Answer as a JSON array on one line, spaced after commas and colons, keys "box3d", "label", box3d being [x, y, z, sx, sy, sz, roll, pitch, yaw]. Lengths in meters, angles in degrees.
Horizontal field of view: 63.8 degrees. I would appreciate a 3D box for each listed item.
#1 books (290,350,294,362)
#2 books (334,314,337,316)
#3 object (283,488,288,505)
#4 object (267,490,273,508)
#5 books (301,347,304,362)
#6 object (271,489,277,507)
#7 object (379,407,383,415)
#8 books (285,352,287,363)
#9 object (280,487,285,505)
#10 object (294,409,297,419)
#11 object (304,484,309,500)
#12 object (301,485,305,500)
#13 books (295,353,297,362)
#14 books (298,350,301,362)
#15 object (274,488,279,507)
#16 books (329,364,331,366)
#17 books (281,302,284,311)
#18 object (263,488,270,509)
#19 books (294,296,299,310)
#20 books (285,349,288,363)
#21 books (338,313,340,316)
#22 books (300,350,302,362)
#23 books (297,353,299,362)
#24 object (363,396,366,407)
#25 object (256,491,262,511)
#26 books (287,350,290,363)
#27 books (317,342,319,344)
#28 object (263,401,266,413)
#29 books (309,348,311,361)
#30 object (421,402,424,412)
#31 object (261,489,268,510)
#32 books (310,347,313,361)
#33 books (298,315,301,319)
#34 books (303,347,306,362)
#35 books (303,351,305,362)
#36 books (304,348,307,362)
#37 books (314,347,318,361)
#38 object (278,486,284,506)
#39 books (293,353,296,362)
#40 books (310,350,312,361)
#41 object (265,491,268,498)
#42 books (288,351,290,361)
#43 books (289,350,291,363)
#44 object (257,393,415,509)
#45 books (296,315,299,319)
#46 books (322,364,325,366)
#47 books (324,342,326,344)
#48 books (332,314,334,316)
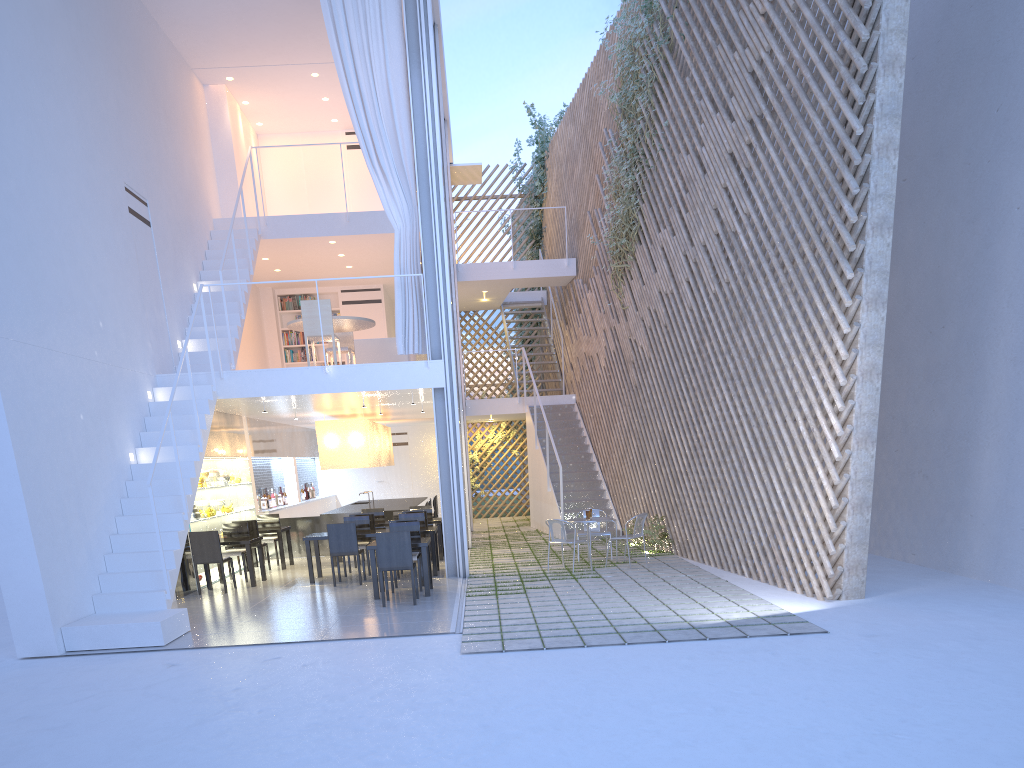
[{"box3d": [-2.349, -0.290, 8.802, 0.021, 0.139, 0.065, -3, 12, -2], "label": "books"}, {"box3d": [-2.090, -0.013, 7.279, 0.045, 1.707, 3.437, 0, 0, 9], "label": "books"}, {"box3d": [-2.369, 1.171, 8.587, 0.041, 0.193, 0.039, -12, 17, -30], "label": "object"}, {"box3d": [-2.311, 0.947, 6.788, 0.058, 0.305, 2.336, -3, -5, -2], "label": "object"}, {"box3d": [-2.231, -0.308, 8.793, 0.015, 0.162, 0.081, -3, 11, -3], "label": "books"}, {"box3d": [-2.355, 1.125, 8.117, 0.044, 0.197, 0.039, -3, 15, -1], "label": "object"}, {"box3d": [-1.053, 0.205, 6.583, 0.029, 0.084, 0.026, -1, 14, 9], "label": "object"}, {"box3d": [-2.408, -0.285, 8.790, 0.006, 0.131, 0.089, -3, 9, -3], "label": "books"}, {"box3d": [-2.382, 1.159, 8.518, 0.044, 0.205, 0.042, -6, 15, -10], "label": "object"}, {"box3d": [-1.730, 0.240, 6.569, 0.029, 0.084, 0.026, -1, 14, 9], "label": "object"}, {"box3d": [-2.396, 1.252, 9.560, 0.044, 0.205, 0.042, -6, 15, -10], "label": "object"}, {"box3d": [-2.407, 1.250, 9.460, 0.041, 0.193, 0.039, -12, 17, -30], "label": "object"}, {"box3d": [-2.306, -0.276, 8.811, 0.021, 0.105, 0.058, -3, 10, -2], "label": "books"}, {"box3d": [-2.264, -0.292, 8.795, 0.021, 0.131, 0.086, -3, 9, -2], "label": "books"}, {"box3d": [-2.367, 1.137, 8.237, 0.044, 0.198, 0.043, 11, 20, 43], "label": "object"}, {"box3d": [-1.952, -0.138, 8.854, 0.015, 0.151, 0.073, -3, 11, -3], "label": "books"}, {"box3d": [-2.405, -0.810, 8.661, 0.021, 0.105, 0.058, -3, 10, -2], "label": "books"}, {"box3d": [-2.306, 0.951, 6.817, 0.106, 0.300, 1.992, -3, -5, -1], "label": "object"}, {"box3d": [-2.259, -0.842, 8.648, 0.024, 0.154, 0.078, -3, 11, -2], "label": "books"}, {"box3d": [-2.398, -0.294, 8.791, 0.015, 0.151, 0.082, -3, 11, -3], "label": "books"}, {"box3d": [-2.064, -0.010, 7.272, 0.038, 1.717, 3.460, 0, 0, 10], "label": "books"}, {"box3d": [-2.246, -0.294, 8.796, 0.015, 0.134, 0.083, -3, 10, -3], "label": "books"}, {"box3d": [-2.285, -0.277, 8.812, 0.021, 0.105, 0.058, -3, 10, -2], "label": "books"}, {"box3d": [-1.016, 0.118, 5.631, 0.029, 0.084, 0.026, -1, 14, 9], "label": "object"}, {"box3d": [-2.329, 0.943, 6.708, 0.046, 0.301, 1.799, -3, -4, -1], "label": "object"}, {"box3d": [-2.382, -0.289, 8.790, 0.015, 0.136, 0.089, -3, 9, -3], "label": "books"}, {"box3d": [-2.067, -0.484, 8.758, 0.021, 0.139, 0.065, -3, 12, -2], "label": "books"}, {"box3d": [-1.692, 0.154, 5.617, 0.029, 0.084, 0.026, -1, 14, 9], "label": "object"}, {"box3d": [-2.150, -0.304, 8.794, 0.008, 0.142, 0.089, -3, 10, -3], "label": "books"}, {"box3d": [-0.718, 0.187, 6.590, 0.029, 0.084, 0.026, -1, 14, 9], "label": "object"}, {"box3d": [-2.304, 0.947, 6.772, 0.047, 0.301, 1.919, -3, -4, -2], "label": "object"}, {"box3d": [-2.136, -0.310, 8.795, 0.009, 0.154, 0.084, -3, 11, -3], "label": "books"}, {"box3d": [-2.270, 0.011, 7.256, 0.039, 1.739, 3.436, -2, -1, 2], "label": "books"}, {"box3d": [-2.211, -0.310, 8.796, 0.011, 0.163, 0.076, -3, 12, -3], "label": "books"}, {"box3d": [-2.219, -0.292, 8.801, 0.006, 0.127, 0.076, -3, 10, -3], "label": "books"}, {"box3d": [-2.197, -0.305, 8.800, 0.015, 0.151, 0.073, -3, 11, -3], "label": "books"}, {"box3d": [-2.093, -0.312, 8.799, 0.020, 0.154, 0.078, -3, 11, -2], "label": "books"}, {"box3d": [-2.357, 1.139, 8.357, 0.046, 0.215, 0.043, -3, 15, 0], "label": "object"}, {"box3d": [-2.327, -0.275, 8.811, 0.021, 0.105, 0.058, -3, 10, -2], "label": "books"}, {"box3d": [-2.143, -0.301, 8.795, 0.005, 0.136, 0.089, -3, 9, -3], "label": "books"}, {"box3d": [-2.337, 0.956, 6.860, 0.067, 0.300, 2.062, -3, -5, -2], "label": "object"}, {"box3d": [-2.371, -0.285, 8.794, 0.006, 0.128, 0.084, -3, 9, -3], "label": "books"}, {"box3d": [-2.363, -0.290, 8.790, 0.007, 0.136, 0.089, -3, 9, -3], "label": "books"}, {"box3d": [-1.550, 0.614, 6.566, 1.670, 0.863, 1.770, -3, -1, -4], "label": "object"}, {"box3d": [-2.272, -0.003, 7.278, 0.027, 1.705, 3.380, -2, -1, 2], "label": "books"}, {"box3d": [-2.018, -0.135, 8.848, 0.015, 0.151, 0.082, -3, 11, -3], "label": "books"}, {"box3d": [-1.982, -0.486, 8.751, 0.021, 0.131, 0.086, -3, 9, -2], "label": "books"}, {"box3d": [-2.106, -0.008, 7.262, 0.037, 1.718, 3.468, 0, 0, 9], "label": "books"}]
